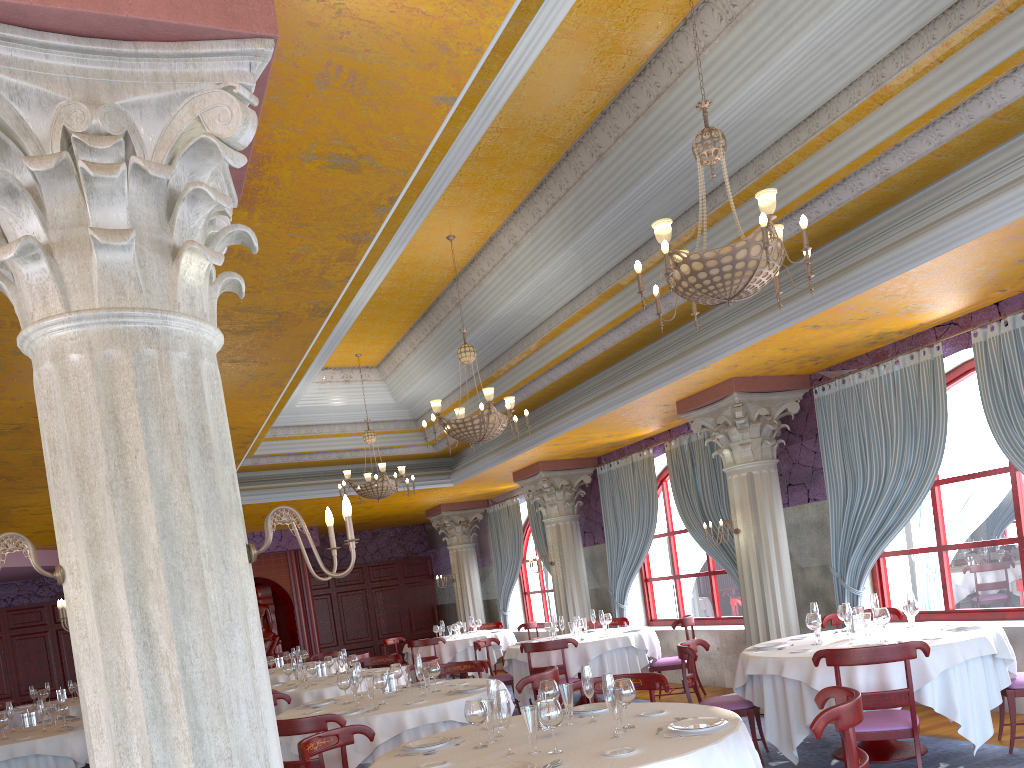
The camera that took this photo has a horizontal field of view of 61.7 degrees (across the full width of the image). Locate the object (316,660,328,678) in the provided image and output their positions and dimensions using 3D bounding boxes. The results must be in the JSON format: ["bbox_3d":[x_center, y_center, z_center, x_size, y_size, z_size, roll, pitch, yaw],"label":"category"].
[{"bbox_3d":[-2.326,3.460,10.409,0.142,0.211,0.073,-5,-2,-44],"label":"object"}]

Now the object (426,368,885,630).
[{"bbox_3d":[3.321,1.770,9.645,2.066,3.573,30.099,-7,-12,-25],"label":"object"}]

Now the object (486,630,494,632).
[{"bbox_3d":[-0.425,4.700,16.284,0.158,0.009,0.163,-7,-13,-5],"label":"object"}]

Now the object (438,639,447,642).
[{"bbox_3d":[-1.267,4.573,15.264,0.310,0.024,0.324,-2,-14,-24],"label":"object"}]

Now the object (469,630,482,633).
[{"bbox_3d":[-0.726,4.830,16.692,0.310,0.024,0.324,-2,-14,-24],"label":"object"}]

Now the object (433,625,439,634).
[{"bbox_3d":[-1.408,4.642,15.989,0.121,0.264,0.123,-8,-1,-11],"label":"object"}]

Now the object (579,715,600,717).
[{"bbox_3d":[0.458,1.978,5.104,0.141,0.011,0.030,-14,-13,23],"label":"object"}]

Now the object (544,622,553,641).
[{"bbox_3d":[0.508,3.355,11.605,0.121,0.264,0.123,-8,-1,-11],"label":"object"}]

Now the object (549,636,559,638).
[{"bbox_3d":[0.593,3.610,12.206,0.159,0.009,0.162,-9,-13,5],"label":"object"}]

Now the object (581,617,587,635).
[{"bbox_3d":[1.019,3.372,11.931,0.086,0.237,0.085,-8,0,0],"label":"object"}]

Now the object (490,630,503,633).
[{"bbox_3d":[-0.287,4.538,15.701,0.310,0.024,0.324,-2,-14,-24],"label":"object"}]

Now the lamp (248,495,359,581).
[{"bbox_3d":[-0.712,0.548,2.968,0.377,0.273,0.350,-2,-9,-37],"label":"lamp"}]

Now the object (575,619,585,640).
[{"bbox_3d":[0.891,3.205,11.191,0.124,0.264,0.120,-8,-1,34],"label":"object"}]

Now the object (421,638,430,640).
[{"bbox_3d":[-1.706,4.865,16.254,0.310,0.024,0.324,-2,-14,-24],"label":"object"}]

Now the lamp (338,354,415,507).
[{"bbox_3d":[-2.051,0.622,12.243,0.971,2.175,0.948,-8,0,20],"label":"lamp"}]

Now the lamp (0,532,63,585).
[{"bbox_3d":[-1.619,0.609,2.682,0.377,0.273,0.350,-2,-9,-37],"label":"lamp"}]

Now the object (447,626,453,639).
[{"bbox_3d":[-1.125,4.533,15.634,0.084,0.237,0.087,-8,0,-45],"label":"object"}]

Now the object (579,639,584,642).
[{"bbox_3d":[0.856,3.249,10.836,0.055,0.019,0.258,-13,-14,23],"label":"object"}]

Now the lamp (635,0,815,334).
[{"bbox_3d":[1.128,-1.514,4.969,0.971,2.175,0.948,-8,0,20],"label":"lamp"}]

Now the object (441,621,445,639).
[{"bbox_3d":[-1.253,4.511,15.671,0.074,0.335,0.073,-8,1,12],"label":"object"}]

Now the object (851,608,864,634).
[{"bbox_3d":[2.864,1.970,7.128,0.142,0.211,0.073,-5,-2,-44],"label":"object"}]

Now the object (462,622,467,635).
[{"bbox_3d":[-0.897,4.659,16.315,0.086,0.237,0.085,-8,0,0],"label":"object"}]

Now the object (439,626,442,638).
[{"bbox_3d":[-1.349,4.671,16.091,0.084,0.237,0.087,-8,0,-45],"label":"object"}]

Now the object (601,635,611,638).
[{"bbox_3d":[1.192,3.245,10.996,0.160,0.009,0.161,-11,-13,15],"label":"object"}]

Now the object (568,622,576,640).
[{"bbox_3d":[0.791,3.246,11.250,0.086,0.237,0.085,-8,0,0],"label":"object"}]

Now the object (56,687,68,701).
[{"bbox_3d":[-9.651,4.674,13.343,5.679,1.199,0.351,-9,1,4],"label":"object"}]

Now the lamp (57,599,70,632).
[{"bbox_3d":[-3.527,1.891,7.047,0.377,0.273,0.350,-2,-9,-37],"label":"lamp"}]

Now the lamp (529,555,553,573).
[{"bbox_3d":[0.469,2.941,13.977,0.377,0.273,0.350,-2,-9,-37],"label":"lamp"}]

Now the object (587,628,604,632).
[{"bbox_3d":[1.190,3.542,12.308,0.310,0.024,0.324,-2,-14,-24],"label":"object"}]

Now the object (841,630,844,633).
[{"bbox_3d":[3.008,2.250,7.797,0.022,0.003,0.256,-12,-14,18],"label":"object"}]

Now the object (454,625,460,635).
[{"bbox_3d":[-1.038,4.592,16.056,0.142,0.211,0.073,-5,-2,-44],"label":"object"}]

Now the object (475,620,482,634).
[{"bbox_3d":[-0.617,4.524,15.959,0.121,0.264,0.123,-8,-1,-11],"label":"object"}]

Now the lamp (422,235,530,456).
[{"bbox_3d":[-0.475,-0.437,8.636,0.971,2.175,0.948,-8,0,20],"label":"lamp"}]

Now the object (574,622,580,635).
[{"bbox_3d":[0.878,3.304,11.671,0.142,0.211,0.073,-5,-2,-44],"label":"object"}]

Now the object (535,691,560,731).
[{"bbox_3d":[0.185,1.773,4.664,0.142,0.211,0.073,-5,-2,-44],"label":"object"}]

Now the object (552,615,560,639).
[{"bbox_3d":[0.599,3.358,11.828,0.075,0.335,0.072,-7,2,34],"label":"object"}]

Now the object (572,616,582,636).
[{"bbox_3d":[0.917,3.387,11.989,0.120,0.264,0.124,-8,-1,-33],"label":"object"}]

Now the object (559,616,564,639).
[{"bbox_3d":[0.663,3.224,11.287,0.073,0.335,0.074,-8,1,-11],"label":"object"}]

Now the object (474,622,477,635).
[{"bbox_3d":[-0.673,4.522,15.857,0.084,0.237,0.087,-8,0,-45],"label":"object"}]

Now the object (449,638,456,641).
[{"bbox_3d":[-1.060,4.537,15.220,0.055,0.019,0.258,-13,-14,23],"label":"object"}]

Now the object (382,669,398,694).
[{"bbox_3d":[-1.101,2.637,7.605,0.142,0.211,0.073,-5,-2,-44],"label":"object"}]

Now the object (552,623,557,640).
[{"bbox_3d":[0.567,3.384,11.707,0.085,0.237,0.087,-8,0,-22],"label":"object"}]

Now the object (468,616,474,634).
[{"bbox_3d":[-0.782,4.585,16.273,0.074,0.335,0.073,-8,1,12],"label":"object"}]

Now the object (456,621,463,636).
[{"bbox_3d":[-1.000,4.674,16.373,0.120,0.264,0.124,-8,-1,-33],"label":"object"}]

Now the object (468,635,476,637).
[{"bbox_3d":[-0.724,4.532,15.380,0.160,0.009,0.161,-11,-13,15],"label":"object"}]

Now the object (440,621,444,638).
[{"bbox_3d":[-1.317,4.645,16.212,0.074,0.335,0.073,-8,1,12],"label":"object"}]

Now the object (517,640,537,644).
[{"bbox_3d":[0.211,3.578,11.870,0.321,0.024,0.312,-17,-16,34],"label":"object"}]

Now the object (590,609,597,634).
[{"bbox_3d":[1.134,3.297,11.889,0.072,0.335,0.075,-9,2,-33],"label":"object"}]

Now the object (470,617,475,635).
[{"bbox_3d":[-0.718,4.450,15.733,0.074,0.335,0.073,-8,1,12],"label":"object"}]

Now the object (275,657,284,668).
[{"bbox_3d":[-3.655,4.353,13.449,0.142,0.211,0.073,-5,-2,-44],"label":"object"}]

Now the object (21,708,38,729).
[{"bbox_3d":[-5.153,3.559,9.130,0.142,0.211,0.073,-5,-2,-44],"label":"object"}]

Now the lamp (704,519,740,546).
[{"bbox_3d":[2.363,1.669,9.644,0.377,0.273,0.350,-2,-9,-37],"label":"lamp"}]

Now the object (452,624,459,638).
[{"bbox_3d":[-1.026,4.492,15.575,0.124,0.264,0.120,-8,-1,34],"label":"object"}]
